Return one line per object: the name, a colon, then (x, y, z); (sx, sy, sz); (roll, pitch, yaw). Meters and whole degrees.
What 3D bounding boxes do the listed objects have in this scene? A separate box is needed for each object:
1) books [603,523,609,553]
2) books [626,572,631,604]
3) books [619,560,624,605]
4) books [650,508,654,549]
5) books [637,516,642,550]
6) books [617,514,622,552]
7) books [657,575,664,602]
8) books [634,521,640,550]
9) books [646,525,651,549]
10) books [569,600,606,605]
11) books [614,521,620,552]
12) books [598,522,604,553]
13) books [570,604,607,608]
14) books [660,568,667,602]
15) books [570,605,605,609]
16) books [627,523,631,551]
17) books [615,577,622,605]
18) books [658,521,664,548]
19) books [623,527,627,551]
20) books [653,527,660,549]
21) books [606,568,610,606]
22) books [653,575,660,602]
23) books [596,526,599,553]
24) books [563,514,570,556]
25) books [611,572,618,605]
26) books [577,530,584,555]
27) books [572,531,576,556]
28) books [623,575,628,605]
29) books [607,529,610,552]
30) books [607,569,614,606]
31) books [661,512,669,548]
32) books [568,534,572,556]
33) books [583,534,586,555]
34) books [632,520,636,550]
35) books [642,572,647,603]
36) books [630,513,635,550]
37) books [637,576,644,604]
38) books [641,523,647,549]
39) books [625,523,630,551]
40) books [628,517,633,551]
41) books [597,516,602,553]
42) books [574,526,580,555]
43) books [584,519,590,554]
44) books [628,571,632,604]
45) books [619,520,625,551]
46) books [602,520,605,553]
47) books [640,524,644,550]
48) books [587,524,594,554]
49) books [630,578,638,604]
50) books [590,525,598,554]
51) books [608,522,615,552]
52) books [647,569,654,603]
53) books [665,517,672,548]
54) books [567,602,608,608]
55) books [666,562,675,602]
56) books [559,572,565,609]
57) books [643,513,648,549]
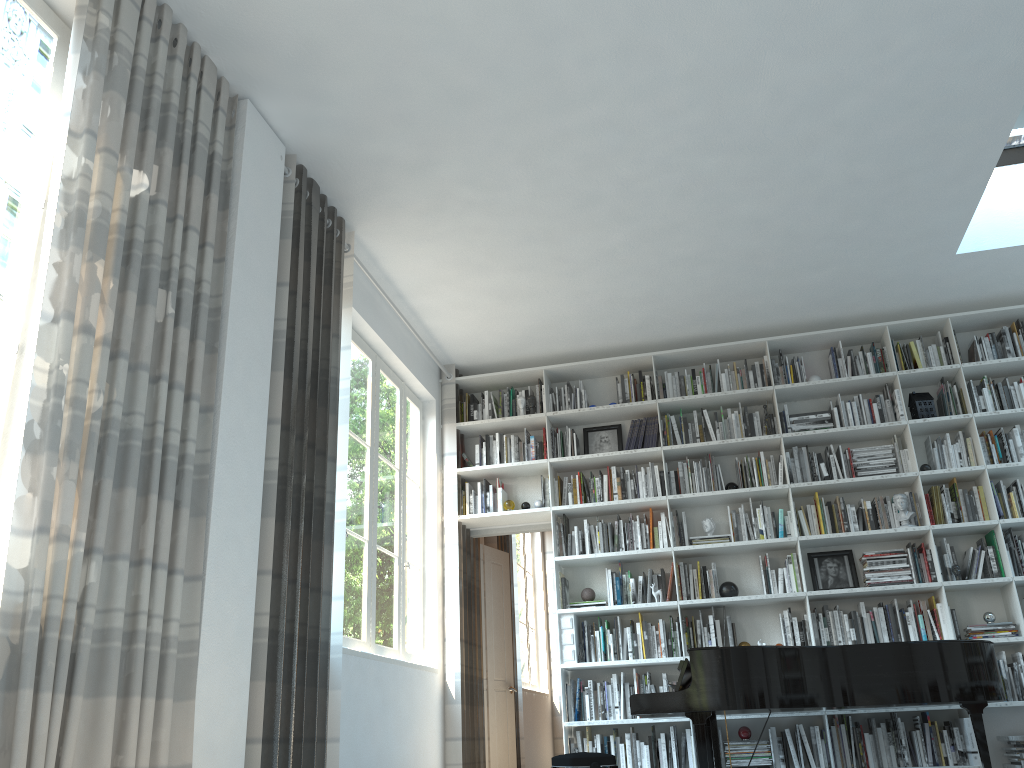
books: (0.698, 1.154, 6.479); (0.024, 0.236, 0.167); (-7, -22, 11)
books: (0.840, 1.479, 6.339); (0.022, 0.248, 0.129); (-7, -22, 11)
books: (0.793, 1.445, 6.365); (0.011, 0.334, 0.154); (-7, -22, 11)
books: (1.017, 1.077, 6.441); (0.035, 0.324, 0.170); (-7, -22, 11)
books: (0.933, 1.108, 6.441); (0.015, 0.274, 0.158); (-7, -22, 11)
books: (0.794, 1.116, 6.478); (0.013, 0.298, 0.152); (-7, -22, 11)
books: (1.057, 1.467, 6.277); (0.027, 0.209, 0.144); (-7, -22, 11)
books: (0.919, 1.136, 6.465); (0.028, 0.241, 0.132); (-7, -22, 11)
books: (0.995, 1.136, 6.422); (0.013, 0.202, 0.162); (-7, -22, 11)
books: (0.552, 1.580, 6.372); (0.254, 0.012, 0.161); (-8, -23, 12)
books: (0.770, 1.146, 6.493); (0.048, 0.255, 0.142); (-7, -22, 11)
books: (0.665, 1.152, 6.487); (0.021, 0.246, 0.189); (-7, -22, 11)
books: (0.552, 1.601, 6.359); (0.254, 0.012, 0.161); (-6, -22, 9)
books: (1.080, 1.446, 6.283); (0.021, 0.250, 0.155); (-7, -22, 11)
books: (0.554, 1.614, 6.358); (0.254, 0.012, 0.161); (-8, -23, 12)
books: (0.864, 1.144, 6.459); (0.013, 0.227, 0.152); (-7, -22, 11)
books: (0.768, 1.495, 6.315); (0.029, 0.207, 0.190); (-7, -22, 11)
books: (1.081, 1.118, 6.412); (0.031, 0.222, 0.145); (-7, -22, 11)
books: (0.835, 1.159, 6.463); (0.021, 0.204, 0.130); (-7, -22, 11)
books: (1.052, 1.140, 6.411); (0.030, 0.182, 0.152); (-7, -22, 11)
books: (0.698, 1.476, 6.365); (0.012, 0.284, 0.160); (-7, -22, 11)
books: (1.027, 1.468, 6.274); (0.030, 0.207, 0.173); (-7, -22, 11)
books: (0.639, 1.168, 6.499); (0.014, 0.229, 0.149); (-7, -22, 11)
books: (0.409, 1.142, 6.549); (0.012, 0.332, 0.185); (-7, -22, 11)
books: (0.745, 1.487, 6.356); (0.031, 0.254, 0.144); (-7, -22, 11)
books: (0.513, 1.189, 6.502); (0.028, 0.203, 0.189); (-7, -22, 11)
books: (0.464, 1.203, 6.539); (0.042, 0.208, 0.144); (-7, -22, 11)
books: (0.816, 1.493, 6.347); (0.030, 0.230, 0.148); (-7, -22, 11)
books: (0.721, 1.176, 6.494); (0.010, 0.203, 0.139); (-7, -22, 11)
books: (0.716, 1.480, 6.358); (0.024, 0.271, 0.151); (-7, -22, 11)
books: (1.109, 1.087, 6.422); (0.027, 0.284, 0.148); (-7, -22, 11)
books: (0.437, 1.211, 6.522); (0.037, 0.181, 0.190); (-7, -22, 11)
books: (0.548, 1.209, 6.535); (0.021, 0.187, 0.129); (-7, -22, 11)
books: (0.898, 1.130, 6.462); (0.011, 0.250, 0.140); (-7, -22, 11)
books: (0.952, 1.470, 6.316); (0.013, 0.241, 0.142); (-7, -22, 11)
books: (0.888, 1.109, 6.478); (0.011, 0.303, 0.130); (-7, -22, 11)
books: (0.919, 1.487, 6.319); (0.056, 0.213, 0.143); (-7, -22, 11)
books: (0.967, 1.136, 6.441); (0.021, 0.220, 0.149); (-7, -22, 11)
books: (0.848, 1.140, 6.451); (0.013, 0.228, 0.177); (-7, -22, 11)
books: (0.874, 1.120, 6.460); (0.012, 0.271, 0.146); (-7, -22, 11)
books: (0.650, 1.136, 6.506); (0.011, 0.292, 0.184); (-7, -22, 11)
books: (0.491, 1.181, 6.522); (0.022, 0.234, 0.178); (-7, -22, 11)
books: (0.562, 1.155, 6.527); (0.023, 0.280, 0.175); (-7, -22, 11)
books: (0.852, 1.470, 6.319); (0.011, 0.249, 0.172); (-7, -22, 11)
books: (0.814, 1.137, 6.476); (0.021, 0.255, 0.156); (-7, -22, 11)
books: (0.684, 1.146, 6.504); (0.011, 0.270, 0.158); (-7, -22, 11)
books: (0.950, 1.138, 6.440); (0.012, 0.216, 0.161); (-7, -22, 11)
books: (0.578, 1.166, 6.510); (0.011, 0.245, 0.177); (-7, -22, 11)
books: (0.870, 1.491, 6.292); (0.029, 0.189, 0.189); (-7, -22, 11)
books: (0.613, 1.173, 6.525); (0.049, 0.242, 0.140); (-7, -22, 11)
books: (0.732, 1.150, 6.481); (0.023, 0.241, 0.185); (-7, -22, 11)
books: (0.984, 1.454, 6.298); (0.060, 0.254, 0.159); (-7, -22, 11)
books: (1.141, 1.097, 6.412); (0.036, 0.256, 0.123); (-7, -22, 11)
books: (0.551, 1.589, 6.361); (0.285, 0.012, 0.160); (-9, -23, 15)
books: (1.121, 1.413, 6.242); (0.082, 0.275, 0.229); (-7, -22, 11)
books: (0.370, 1.522, 6.443); (0.012, 0.284, 0.160); (-7, -22, 11)
books: (0.984, 1.102, 6.455); (0.015, 0.291, 0.144); (-7, -22, 11)
